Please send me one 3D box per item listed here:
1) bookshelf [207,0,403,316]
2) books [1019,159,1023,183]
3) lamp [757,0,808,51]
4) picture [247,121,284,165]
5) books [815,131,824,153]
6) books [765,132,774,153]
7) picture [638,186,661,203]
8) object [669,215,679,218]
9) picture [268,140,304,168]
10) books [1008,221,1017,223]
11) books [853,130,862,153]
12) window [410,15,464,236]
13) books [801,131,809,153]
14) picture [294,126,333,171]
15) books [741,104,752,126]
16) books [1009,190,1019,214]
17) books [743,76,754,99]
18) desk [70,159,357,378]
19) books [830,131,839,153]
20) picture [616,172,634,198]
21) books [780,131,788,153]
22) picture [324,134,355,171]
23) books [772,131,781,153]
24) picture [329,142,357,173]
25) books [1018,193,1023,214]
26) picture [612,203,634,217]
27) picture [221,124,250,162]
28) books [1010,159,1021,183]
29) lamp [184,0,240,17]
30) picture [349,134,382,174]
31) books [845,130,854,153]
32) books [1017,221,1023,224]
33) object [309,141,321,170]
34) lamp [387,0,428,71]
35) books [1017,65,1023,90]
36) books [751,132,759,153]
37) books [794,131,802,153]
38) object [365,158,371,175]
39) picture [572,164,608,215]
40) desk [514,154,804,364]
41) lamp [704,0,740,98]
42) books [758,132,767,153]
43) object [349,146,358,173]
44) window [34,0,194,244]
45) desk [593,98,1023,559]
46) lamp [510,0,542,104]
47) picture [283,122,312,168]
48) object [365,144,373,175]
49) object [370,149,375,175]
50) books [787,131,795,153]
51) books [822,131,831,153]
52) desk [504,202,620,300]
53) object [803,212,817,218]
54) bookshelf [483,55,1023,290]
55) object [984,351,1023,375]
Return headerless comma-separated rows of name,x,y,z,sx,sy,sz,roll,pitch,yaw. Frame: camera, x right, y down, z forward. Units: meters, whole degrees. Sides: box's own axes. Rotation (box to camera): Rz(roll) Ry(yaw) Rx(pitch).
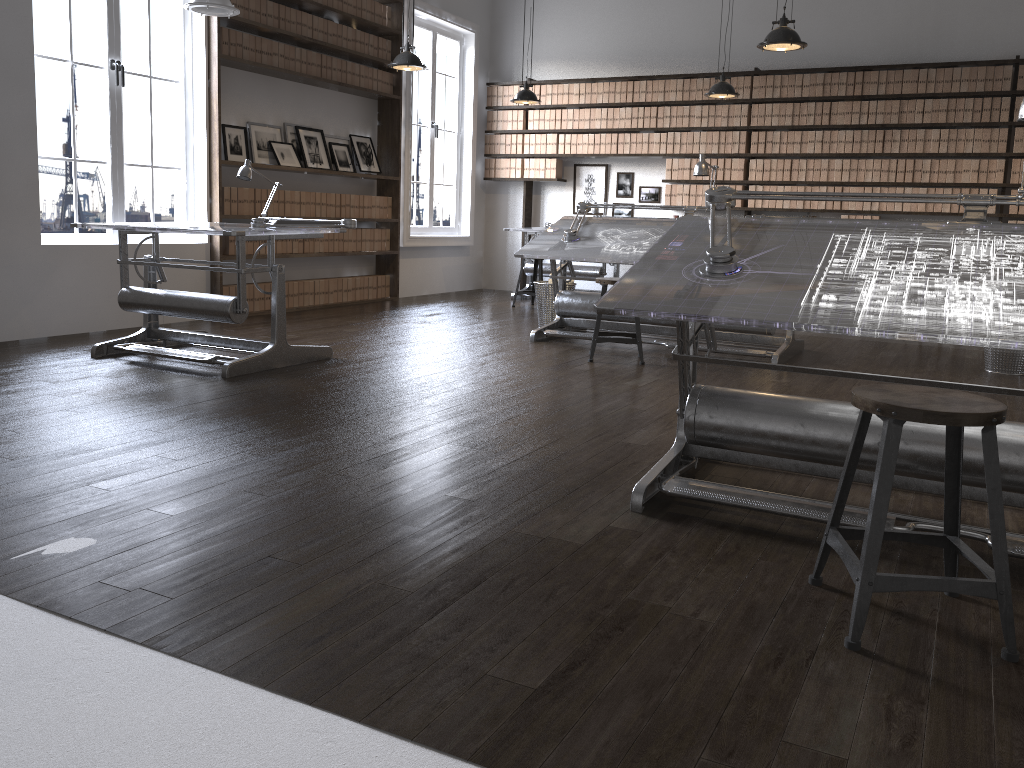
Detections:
bookshelf,-1.896,-1.840,8.088,0.413,3.697,2.486,6,10,27
books,4.651,-1.924,8.043,0.067,0.224,0.175,6,10,27
lamp,1.756,-3.251,5.487,0.313,2.237,0.312,-5,11,-42
picture,-2.116,-2.066,7.674,0.083,0.362,0.418,6,10,27
books,3.070,-2.398,8.820,0.067,0.224,0.175,6,10,27
books,2.646,-2.455,9.044,0.067,0.224,0.175,6,10,27
picture,1.533,-2.108,9.861,0.251,0.182,0.023,7,9,27
object,1.744,-1.733,9.555,0.107,0.175,0.108,7,10,29
picture,-1.983,-2.010,7.779,0.145,0.227,0.301,6,11,27
books,4.586,-1.387,8.139,0.067,0.224,0.175,6,10,27
books,3.384,-2.357,8.657,0.067,0.224,0.175,6,10,27
window,-0.885,-2.767,9.725,0.153,2.293,1.251,6,9,27
books,2.952,-2.414,8.884,0.067,0.224,0.175,6,10,27
picture,-1.816,-2.156,8.138,0.149,0.388,0.375,6,10,27
books,2.418,-2.755,9.123,0.067,0.224,0.175,6,10,27
books,4.595,-1.660,8.105,0.067,0.224,0.175,6,10,27
books,2.433,-3.027,9.082,0.067,0.224,0.175,6,10,27
desk,-1.694,-0.755,5.279,1.272,1.180,1.178,7,10,27
books,3.197,-2.383,8.761,0.067,0.224,0.175,6,10,27
picture,1.273,-2.243,9.984,0.202,0.282,0.022,6,9,27
books,2.771,-2.438,8.979,0.067,0.224,0.175,6,10,27
picture,-1.669,-2.207,8.528,0.095,0.358,0.436,6,10,27
books,2.706,-2.446,9.008,0.067,0.224,0.175,6,10,27
picture,-1.628,-2.170,8.524,0.127,0.288,0.291,6,10,27
books,4.658,-1.651,8.066,0.067,0.224,0.175,6,10,27
picture,1.254,-1.955,10.027,0.251,0.182,0.023,7,9,27
picture,-2.298,-1.991,7.373,0.058,0.313,0.268,6,10,27
books,4.590,-1.933,8.076,0.067,0.224,0.175,6,10,27
lamp,-1.711,-3.282,5.015,0.311,2.237,0.315,3,8,7
picture,-1.463,-2.295,8.849,0.161,0.362,0.345,6,10,27
books,3.320,-2.365,8.690,0.067,0.224,0.175,6,10,27
books,4.648,-1.378,8.103,0.067,0.224,0.175,6,10,27
object,-1.769,-2.053,7.952,0.040,0.258,0.175,6,10,27
lamp,-0.781,-3.583,6.792,0.311,2.237,0.315,3,8,7
books,4.594,-2.745,7.978,0.067,0.224,0.175,6,10,27
books,2.514,-2.472,9.112,0.067,0.224,0.175,6,10,27
books,2.891,-2.421,8.911,0.067,0.224,0.175,6,10,27
object,-1.401,-2.119,8.630,0.040,0.164,0.067,6,9,27
picture,0.897,-2.233,10.172,0.416,0.571,0.040,7,9,27
desk,1.079,-0.977,6.438,2.285,1.377,1.082,7,10,27
lamp,1.901,-3.664,7.715,0.311,2.237,0.315,3,8,7
books,2.577,-2.463,9.073,0.067,0.224,0.175,6,10,27
object,-1.513,-2.140,8.466,0.040,0.258,0.124,6,9,27
window,-2.828,-2.181,6.292,0.153,2.480,1.490,6,9,27
desk,1.410,-0.265,2.704,2.073,1.377,1.082,7,10,27
lamp,0.174,-3.889,8.597,0.311,2.237,0.315,3,8,7
picture,-1.920,-2.150,8.051,0.091,0.403,0.371,6,10,27
object,-1.403,-2.200,8.690,0.040,0.302,0.119,6,9,27
object,-1.396,-2.193,8.766,0.040,0.260,0.111,6,9,27
books,2.834,-2.430,8.947,0.067,0.224,0.175,6,10,27
books,3.134,-2.391,8.791,0.067,0.224,0.175,6,10,27
desk,0.704,-1.459,9.717,1.272,1.090,1.077,7,10,27
object,3.000,-1.631,8.987,0.181,0.270,0.157,4,9,11
bookshelf,3.794,-1.488,8.644,9.198,3.185,0.375,7,9,27
object,3.206,-0.261,5.723,0.354,0.375,0.355,-6,12,-40
